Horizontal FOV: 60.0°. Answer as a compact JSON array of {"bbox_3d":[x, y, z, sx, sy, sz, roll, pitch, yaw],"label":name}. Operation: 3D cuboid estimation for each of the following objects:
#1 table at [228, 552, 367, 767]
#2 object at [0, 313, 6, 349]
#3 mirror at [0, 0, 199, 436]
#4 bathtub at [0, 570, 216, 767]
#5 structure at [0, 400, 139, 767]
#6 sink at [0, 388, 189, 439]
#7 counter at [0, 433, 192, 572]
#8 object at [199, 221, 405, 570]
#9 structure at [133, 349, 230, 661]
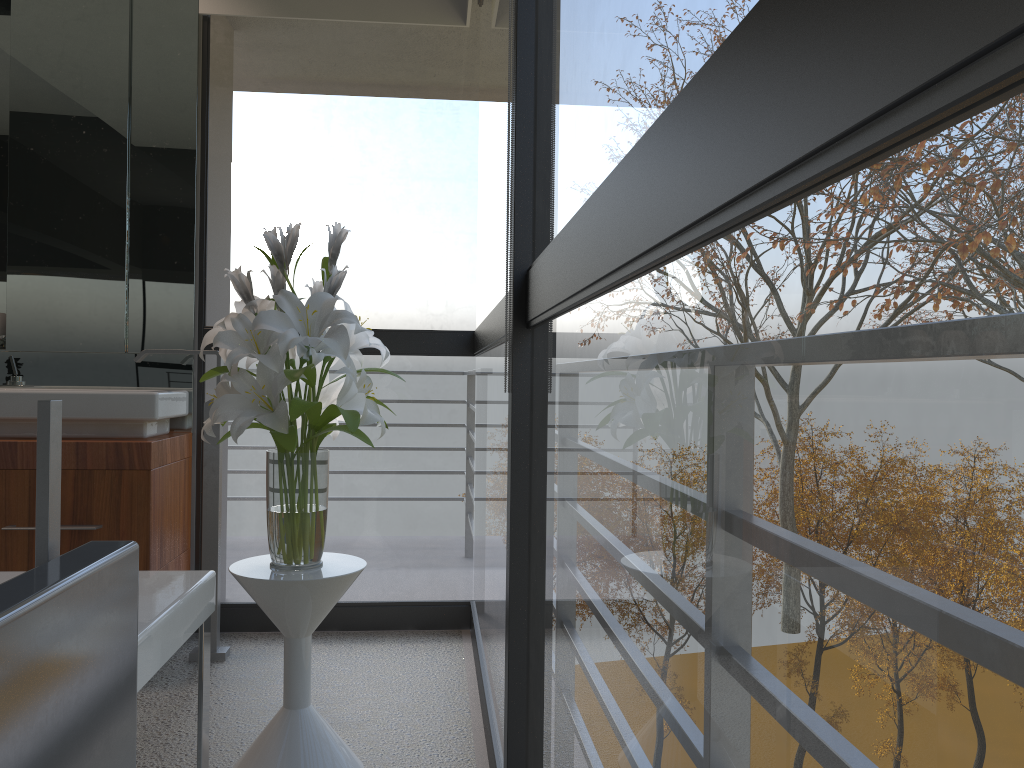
[{"bbox_3d":[-0.490,0.653,2.027,0.307,0.479,0.307,1,0,-21],"label":"table"},{"bbox_3d":[-1.830,-0.186,3.139,0.136,0.131,0.136,1,0,37],"label":"object"},{"bbox_3d":[-2.011,-0.639,3.140,1.790,1.618,0.253,1,0,-5],"label":"mirror"},{"bbox_3d":[-1.196,0.638,0.818,1.327,0.504,1.958,1,0,-5],"label":"bathtub"},{"bbox_3d":[-0.587,0.460,0.828,0.330,0.885,0.402,1,0,-5],"label":"structure"},{"bbox_3d":[-1.470,0.034,2.847,0.750,0.266,0.352,1,0,-5],"label":"sink"},{"bbox_3d":[-2.016,0.512,2.747,1.848,0.704,0.524,1,0,-5],"label":"counter"},{"bbox_3d":[-0.489,0.016,2.042,0.460,0.796,0.450,1,0,23],"label":"object"},{"bbox_3d":[-1.061,0.385,2.850,0.303,0.989,0.069,1,0,-5],"label":"structure"}]
